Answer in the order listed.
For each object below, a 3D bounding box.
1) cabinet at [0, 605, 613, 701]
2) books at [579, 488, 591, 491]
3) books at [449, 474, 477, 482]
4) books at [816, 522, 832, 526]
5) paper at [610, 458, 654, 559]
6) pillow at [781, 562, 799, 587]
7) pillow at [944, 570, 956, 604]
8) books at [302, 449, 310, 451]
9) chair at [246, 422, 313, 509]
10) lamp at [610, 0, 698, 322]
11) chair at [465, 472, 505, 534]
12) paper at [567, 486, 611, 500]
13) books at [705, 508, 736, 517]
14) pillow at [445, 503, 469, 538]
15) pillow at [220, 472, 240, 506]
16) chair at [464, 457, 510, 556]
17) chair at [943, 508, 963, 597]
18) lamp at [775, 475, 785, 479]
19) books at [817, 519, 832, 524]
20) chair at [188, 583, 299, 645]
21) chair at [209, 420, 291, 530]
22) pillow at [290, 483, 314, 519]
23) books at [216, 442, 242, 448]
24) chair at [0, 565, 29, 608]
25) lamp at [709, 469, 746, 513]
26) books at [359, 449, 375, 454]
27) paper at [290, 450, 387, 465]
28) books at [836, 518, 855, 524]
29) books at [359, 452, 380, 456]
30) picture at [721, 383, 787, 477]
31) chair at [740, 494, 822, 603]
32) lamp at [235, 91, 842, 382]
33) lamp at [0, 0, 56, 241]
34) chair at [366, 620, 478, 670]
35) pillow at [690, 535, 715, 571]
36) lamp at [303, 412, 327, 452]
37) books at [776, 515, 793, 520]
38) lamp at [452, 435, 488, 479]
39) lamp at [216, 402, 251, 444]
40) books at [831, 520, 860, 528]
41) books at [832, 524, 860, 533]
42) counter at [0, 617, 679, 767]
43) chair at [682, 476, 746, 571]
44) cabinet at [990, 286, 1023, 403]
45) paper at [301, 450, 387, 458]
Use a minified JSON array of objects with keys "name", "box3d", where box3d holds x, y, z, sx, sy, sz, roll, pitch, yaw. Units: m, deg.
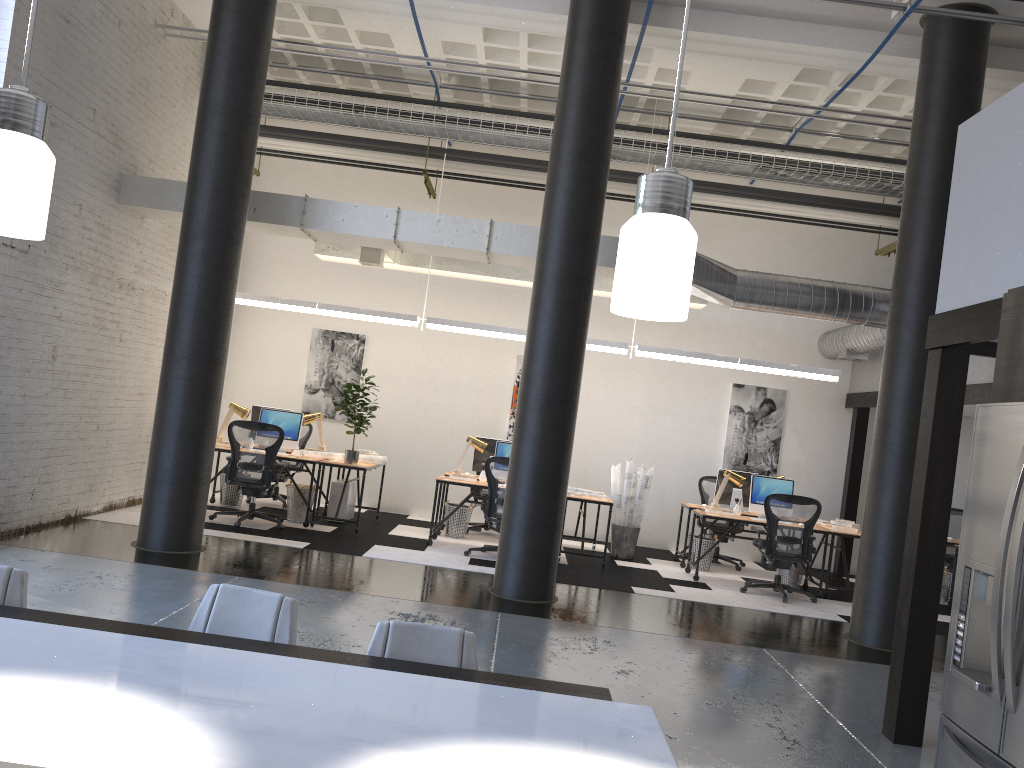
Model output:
[{"name":"cabinet","box3d":[-1.162,1.006,1.535,2.691,0.910,1.371,7,-2,1]},{"name":"books","box3d":[0.825,1.275,10.720,0.205,0.019,0.244,6,-3,38]},{"name":"books","box3d":[-0.545,1.053,9.917,0.309,0.038,0.225,7,-2,1]},{"name":"books","box3d":[3.671,1.636,10.308,0.243,0.019,0.205,8,-2,-22]},{"name":"paper","box3d":[1.375,1.479,10.627,0.441,1.197,0.412,8,-1,-21]},{"name":"pillow","box3d":[3.140,2.091,10.062,0.239,0.406,0.120,7,-1,2]},{"name":"pillow","box3d":[5.137,2.362,10.253,0.239,0.406,0.120,7,-1,2]},{"name":"books","box3d":[-2.350,0.816,10.574,0.309,0.038,0.225,7,-2,1]},{"name":"chair","box3d":[-2.881,0.973,11.163,0.771,1.085,0.792,8,-2,-15]},{"name":"lamp","box3d":[0.156,-0.439,0.240,0.124,0.623,1.953,7,-2,3]},{"name":"chair","box3d":[-0.224,1.346,11.138,0.771,1.085,0.792,8,-2,-15]},{"name":"paper","box3d":[0.813,1.236,10.102,0.568,0.061,0.626,8,-2,-1]},{"name":"books","box3d":[2.328,1.432,9.910,0.309,0.038,0.225,7,-2,1]},{"name":"pillow","box3d":[-0.647,1.602,10.376,0.239,0.406,0.120,7,-1,2]},{"name":"pillow","box3d":[-3.304,1.229,10.400,0.239,0.406,0.120,7,-1,2]},{"name":"chair","box3d":[-0.068,1.301,9.320,0.771,1.085,0.792,8,-2,-15]},{"name":"chair","box3d":[5.560,2.106,11.015,0.771,1.085,0.792,8,-2,-15]},{"name":"lamp","box3d":[3.163,1.314,10.575,0.344,0.470,0.128,8,-1,1]},{"name":"books","box3d":[3.719,1.652,10.652,0.200,0.024,0.235,9,-2,-25]},{"name":"chair","box3d":[-0.822,1.041,2.260,0.579,0.984,0.502,7,-1,12]},{"name":"chair","box3d":[-2.724,0.929,9.345,0.771,1.085,0.792,8,-2,-15]},{"name":"pillow","box3d":[-2.389,1.339,10.094,0.239,0.406,0.120,7,-1,2]},{"name":"books","box3d":[-3.201,0.680,9.942,0.309,0.038,0.225,7,-2,1]},{"name":"chair","box3d":[-1.457,0.953,2.139,0.579,0.984,0.501,8,-1,-8]},{"name":"lamp","box3d":[2.410,1.189,9.886,0.344,0.470,0.126,8,-1,1]},{"name":"books","box3d":[-1.760,0.817,10.762,0.185,0.030,0.153,8,-2,-1]},{"name":"paper","box3d":[-1.966,0.827,10.094,1.135,0.082,0.083,8,-2,-24]},{"name":"books","box3d":[3.725,1.534,9.913,0.185,0.030,0.153,6,-2,29]},{"name":"books","box3d":[-1.763,0.849,10.776,0.257,0.044,0.193,7,-2,18]},{"name":"picture","box3d":[3.236,0.622,11.853,0.731,1.183,0.049,8,-1,1]},{"name":"chair","box3d":[2.805,1.681,9.313,0.771,1.085,0.792,8,-2,-15]},{"name":"lamp","box3d":[0.348,-1.875,10.414,7.301,2.863,0.226,8,-1,1]},{"name":"lamp","box3d":[-0.633,-0.510,1.178,0.100,0.623,0.100,7,-1,7]},{"name":"chair","box3d":[-0.277,1.108,2.116,0.579,0.984,0.501,8,-1,-3]},{"name":"pillow","box3d":[2.225,1.981,10.368,0.239,0.406,0.120,7,-1,2]},{"name":"lamp","box3d":[-2.367,0.561,10.608,0.344,0.470,0.126,8,-1,1]},{"name":"books","box3d":[3.179,1.568,10.542,0.309,0.038,0.225,7,-2,1]},{"name":"lamp","box3d":[-0.462,0.810,9.894,0.344,0.470,0.128,8,-1,1]},{"name":"lamp","box3d":[-3.119,0.437,9.917,0.344,0.470,0.126,8,-1,1]},{"name":"books","box3d":[3.730,1.566,9.925,0.193,0.044,0.257,9,-3,-41]},{"name":"books","box3d":[3.725,1.612,9.897,0.271,0.050,0.200,6,-2,28]},{"name":"counter","box3d":[-0.861,0.538,1.344,2.293,0.095,0.977,7,-2,1]},{"name":"chair","box3d":[2.649,1.725,11.131,0.771,1.085,0.792,8,-2,-15]},{"name":"cabinet","box3d":[0.106,0.447,1.029,4.231,2.314,4.277,8,-2,1]},{"name":"paper","box3d":[-1.962,0.834,10.261,1.135,0.082,0.083,9,-2,-34]}]
